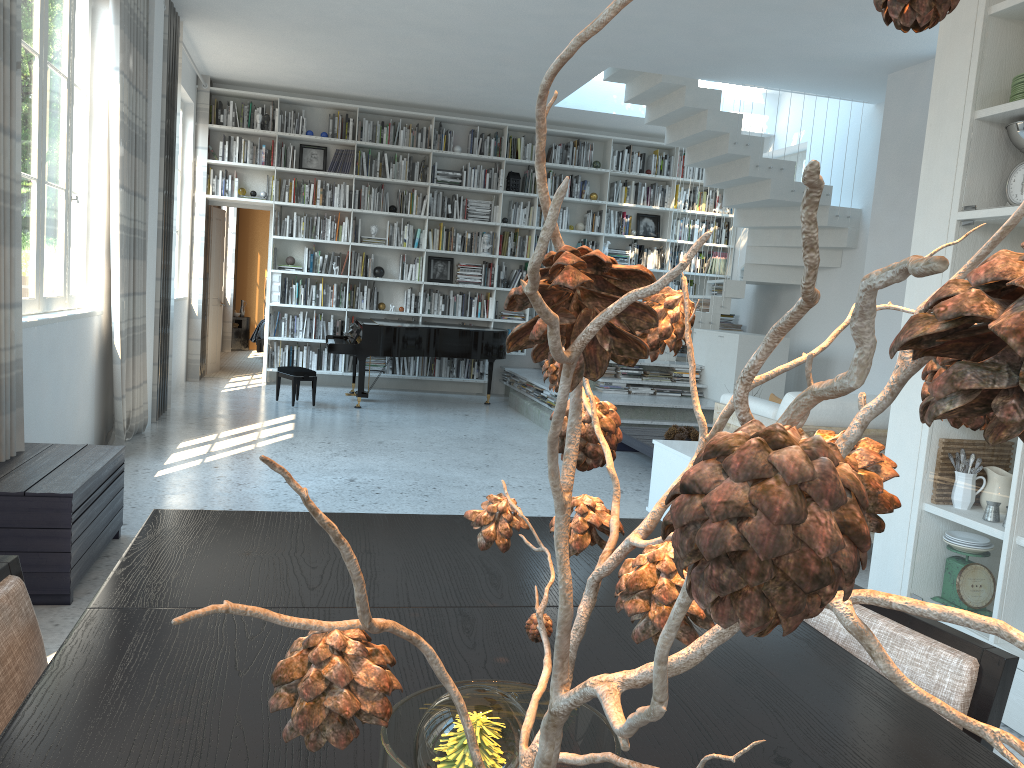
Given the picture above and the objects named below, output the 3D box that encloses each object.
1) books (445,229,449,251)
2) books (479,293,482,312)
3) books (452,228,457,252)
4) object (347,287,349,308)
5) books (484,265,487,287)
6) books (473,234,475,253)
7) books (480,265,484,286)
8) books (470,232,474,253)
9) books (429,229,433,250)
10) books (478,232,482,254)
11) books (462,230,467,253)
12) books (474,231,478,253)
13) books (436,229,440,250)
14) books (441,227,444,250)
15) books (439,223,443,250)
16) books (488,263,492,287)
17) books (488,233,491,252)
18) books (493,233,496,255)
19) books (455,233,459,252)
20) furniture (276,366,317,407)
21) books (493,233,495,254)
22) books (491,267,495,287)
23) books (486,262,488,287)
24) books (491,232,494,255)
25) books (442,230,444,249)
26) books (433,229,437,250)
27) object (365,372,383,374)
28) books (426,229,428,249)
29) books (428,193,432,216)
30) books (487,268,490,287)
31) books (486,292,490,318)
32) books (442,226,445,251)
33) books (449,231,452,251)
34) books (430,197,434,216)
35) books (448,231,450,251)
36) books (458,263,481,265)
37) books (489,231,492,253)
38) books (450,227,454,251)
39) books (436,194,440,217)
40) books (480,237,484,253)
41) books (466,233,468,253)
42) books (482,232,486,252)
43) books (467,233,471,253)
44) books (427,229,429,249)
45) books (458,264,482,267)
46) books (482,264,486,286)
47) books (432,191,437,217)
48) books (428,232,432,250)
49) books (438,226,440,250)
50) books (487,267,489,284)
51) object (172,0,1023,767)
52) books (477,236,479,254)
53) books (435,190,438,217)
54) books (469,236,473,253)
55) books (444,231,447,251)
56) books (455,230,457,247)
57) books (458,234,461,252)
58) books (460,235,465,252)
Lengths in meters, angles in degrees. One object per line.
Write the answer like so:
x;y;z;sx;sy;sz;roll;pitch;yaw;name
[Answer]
-0.765;-1.668;10.298;0.028;0.260;0.134;3;7;-13;books
-0.384;-0.929;10.481;0.010;0.284;0.131;3;7;-13;books
-0.681;-1.664;10.282;0.028;0.268;0.189;3;6;-13;books
-1.875;-0.995;10.125;0.012;0.254;0.160;3;6;-13;object
-0.322;-1.275;10.439;0.013;0.256;0.162;3;6;-13;books
-0.460;-1.637;10.367;0.025;0.230;0.142;3;6;-13;books
-0.354;-1.275;10.423;0.012;0.254;0.160;3;6;-13;books
-0.469;-1.641;10.327;0.012;0.245;0.185;3;6;-13;books
-0.931;-1.667;10.245;0.042;0.242;0.162;3;6;-13;books
-0.388;-1.646;10.373;0.024;0.259;0.126;3;7;-13;books
-0.552;-1.655;10.331;0.014;0.259;0.161;3;6;-13;books
-0.431;-1.647;10.353;0.025;0.259;0.150;3;7;-13;books
-0.871;-1.663;10.262;0.029;0.240;0.155;3;6;-13;books
-0.819;-1.670;10.240;0.015;0.267;0.189;3;6;-13;books
-0.831;-1.696;10.235;0.014;0.318;0.187;3;7;-13;books
-0.264;-1.282;10.437;0.011;0.280;0.185;3;6;-13;books
-0.285;-1.641;10.394;0.025;0.260;0.130;3;7;-13;books
-0.213;-1.641;10.424;0.023;0.265;0.107;3;7;-13;books
-0.650;-1.639;10.307;0.024;0.217;0.175;3;6;-13;books
-2.077;0.013;8.529;0.240;0.354;0.466;0;8;-38;furniture
-0.230;-1.639;10.413;0.014;0.261;0.137;3;7;-13;books
-0.242;-1.255;10.435;0.034;0.229;0.199;3;6;-13;books
-0.309;-1.290;10.439;0.011;0.288;0.151;3;7;-13;books
-0.240;-1.641;10.398;0.014;0.266;0.153;3;7;-13;books
-0.815;-1.663;10.276;0.010;0.245;0.149;3;6;-13;books
-0.899;-1.669;10.261;0.026;0.248;0.139;3;7;-13;books
-1.627;-0.137;10.288;0.254;0.007;0.160;3;6;-10;object
-0.992;-1.692;10.243;0.010;0.282;0.140;3;7;-13;books
-0.952;-2.047;10.184;0.026;0.267;0.170;3;6;-13;books
-0.285;-1.254;10.454;0.021;0.217;0.132;3;6;-13;books
-0.293;-0.931;10.492;0.011;0.301;0.149;3;7;-13;books
-0.799;-1.678;10.259;0.010;0.281;0.170;3;6;-13;books
-0.725;-1.653;10.296;0.025;0.236;0.136;3;7;-13;books
-0.931;-2.028;10.208;0.027;0.228;0.147;3;6;-13;books
-0.742;-1.649;10.285;0.012;0.228;0.169;3;6;-13;books
-0.496;-1.403;10.375;0.254;0.012;0.160;4;6;-9;books
-0.262;-1.650;10.409;0.025;0.279;0.108;3;7;-13;books
-0.703;-1.675;10.290;0.013;0.284;0.176;3;6;-13;books
-0.860;-2.041;10.196;0.025;0.266;0.185;3;6;-13;books
-0.362;-1.616;10.381;0.035;0.202;0.149;3;6;-13;books
-0.541;-1.641;10.331;0.010;0.234;0.174;3;6;-13;books
-0.338;-1.646;10.391;0.014;0.263;0.134;3;7;-13;books
-0.520;-1.634;10.325;0.029;0.224;0.185;3;6;-13;books
-0.983;-1.668;10.246;0.011;0.235;0.141;3;7;-13;books
-0.498;-1.391;10.378;0.254;0.012;0.160;3;6;-16;books
-0.342;-1.278;10.422;0.011;0.261;0.184;3;6;-13;books
-0.899;-2.059;10.193;0.026;0.297;0.179;3;7;-13;books
-0.948;-1.650;10.231;0.053;0.209;0.156;3;6;-13;books
-0.853;-1.685;10.276;0.010;0.284;0.136;3;7;-13;books
-0.301;-1.263;10.451;0.013;0.233;0.134;3;7;-13;books
0.068;0.163;0.312;0.317;0.602;0.541;-1;8;-42;object
-0.414;-1.622;10.377;0.022;0.207;0.114;3;7;-13;books
-0.883;-2.068;10.215;0.014;0.313;0.133;3;7;-13;books
-0.493;-1.621;10.335;0.029;0.200;0.178;3;6;-13;books
-0.790;-1.654;10.288;0.024;0.229;0.147;3;6;-13;books
-0.669;-1.658;10.314;0.011;0.252;0.130;3;7;-13;books
-0.624;-1.636;10.314;0.030;0.215;0.168;3;6;-13;books
-0.588;-1.628;10.336;0.050;0.199;0.145;3;6;-13;books
